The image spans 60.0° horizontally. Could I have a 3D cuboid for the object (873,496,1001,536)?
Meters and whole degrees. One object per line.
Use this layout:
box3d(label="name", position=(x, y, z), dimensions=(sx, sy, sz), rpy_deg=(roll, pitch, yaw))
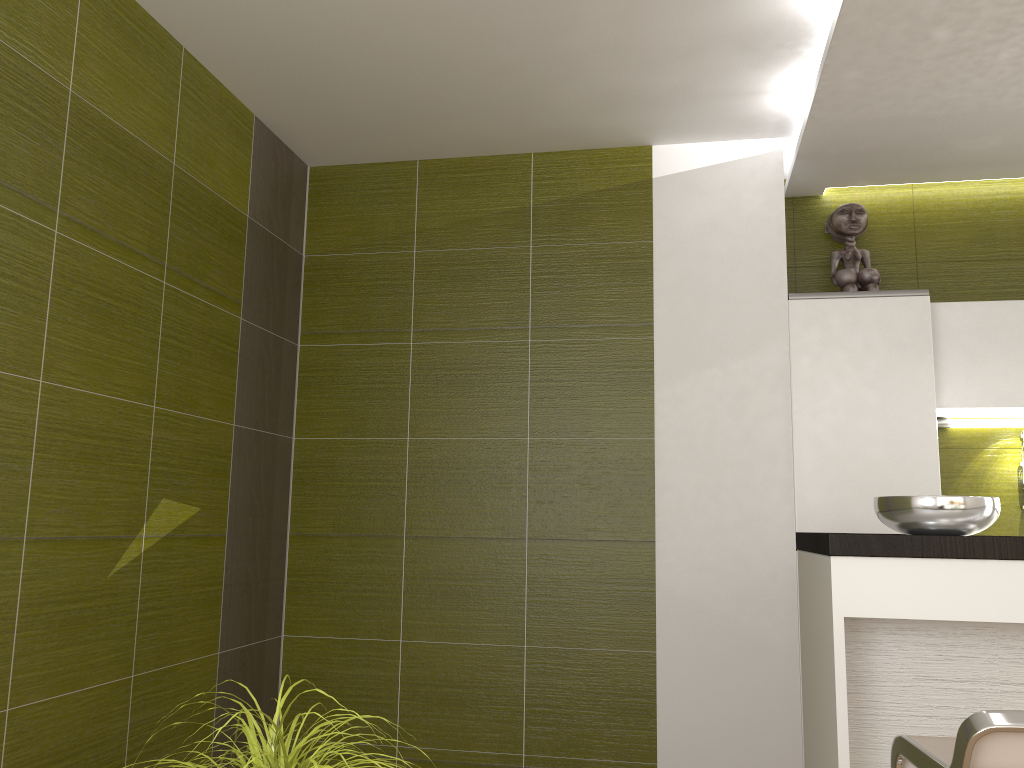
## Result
box3d(label="object", position=(1.155, 0.362, 2.416), dimensions=(0.311, 0.105, 0.311), rpy_deg=(-3, -10, 24))

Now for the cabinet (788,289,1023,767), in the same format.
box3d(label="cabinet", position=(2.871, 0.695, 3.446), dimensions=(3.471, 2.089, 0.724), rpy_deg=(-1, -9, 11))

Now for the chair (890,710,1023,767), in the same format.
box3d(label="chair", position=(0.952, 0.988, 1.566), dimensions=(0.418, 0.857, 0.460), rpy_deg=(0, -9, 6))

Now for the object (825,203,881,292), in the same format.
box3d(label="object", position=(1.480, -0.569, 3.850), dimensions=(0.195, 0.488, 0.304), rpy_deg=(0, -9, 9))

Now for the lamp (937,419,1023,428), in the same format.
box3d(label="lamp", position=(2.114, 0.166, 3.770), dimensions=(0.715, 0.041, 0.041), rpy_deg=(-1, -9, 11))

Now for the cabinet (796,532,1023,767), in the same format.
box3d(label="cabinet", position=(2.265, 0.954, 2.096), dimensions=(2.947, 1.134, 0.663), rpy_deg=(-1, -9, 11))

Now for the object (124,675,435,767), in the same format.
box3d(label="object", position=(-0.344, 0.893, 1.262), dimensions=(0.606, 0.904, 0.585), rpy_deg=(4, -10, -20))

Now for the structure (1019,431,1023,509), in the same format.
box3d(label="structure", position=(2.258, 0.362, 3.671), dimensions=(0.266, 0.346, 0.110), rpy_deg=(-1, -9, 11))
